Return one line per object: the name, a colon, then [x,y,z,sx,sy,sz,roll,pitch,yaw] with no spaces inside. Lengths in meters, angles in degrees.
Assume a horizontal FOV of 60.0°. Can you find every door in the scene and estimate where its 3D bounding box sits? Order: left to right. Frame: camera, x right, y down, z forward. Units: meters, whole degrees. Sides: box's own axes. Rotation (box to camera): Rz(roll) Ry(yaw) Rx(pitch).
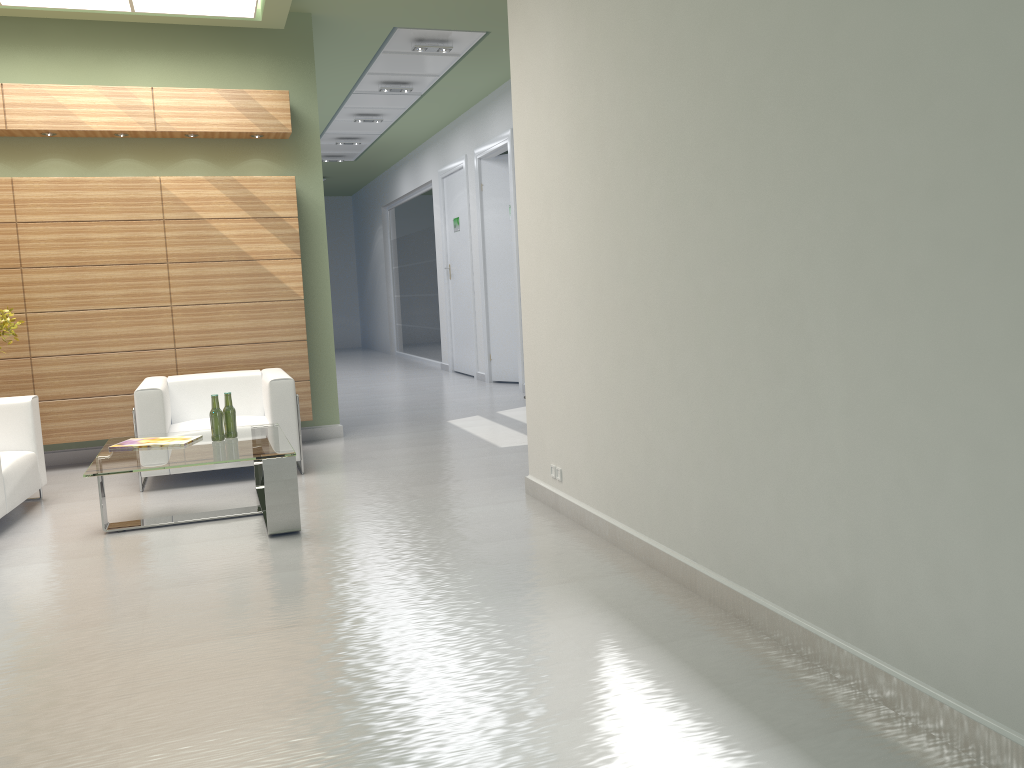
door: [-1.370,-2.794,22.598,0.250,5.083,2.089,-5,6,-19]
door: [0.225,-2.567,19.766,2.089,5.083,0.134,3,8,41]

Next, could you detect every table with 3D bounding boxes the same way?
table: [-3.155,0.978,8.902,1.783,0.742,2.197,-5,6,-19]

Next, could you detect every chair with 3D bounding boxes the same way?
chair: [-5.984,0.870,9.112,1.769,1.234,1.894,-4,6,-14]
chair: [-3.756,0.520,11.379,1.894,1.234,1.802,-5,6,-19]

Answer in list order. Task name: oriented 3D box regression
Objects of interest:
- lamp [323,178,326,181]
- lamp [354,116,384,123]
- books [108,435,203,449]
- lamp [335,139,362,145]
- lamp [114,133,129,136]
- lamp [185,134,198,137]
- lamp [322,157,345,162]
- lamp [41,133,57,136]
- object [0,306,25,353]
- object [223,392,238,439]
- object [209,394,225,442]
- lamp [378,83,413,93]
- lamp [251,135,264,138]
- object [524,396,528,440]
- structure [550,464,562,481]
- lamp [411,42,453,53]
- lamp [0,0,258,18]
lamp: [-6.839,-7.164,30.905,0.657,0.159,0.286,-5,6,-19]
lamp: [-3.380,-6.255,20.878,0.657,0.159,0.286,-5,6,-19]
books: [-3.635,0.595,9.075,0.762,0.025,0.508,-3,6,1]
lamp: [-4.399,-6.522,23.830,0.657,0.159,0.286,-5,6,-19]
lamp: [-5.336,-3.429,12.113,0.181,0.074,0.181,-6,7,-24]
lamp: [-4.483,-3.501,12.400,0.181,0.074,0.181,1,7,32]
lamp: [-5.389,-6.783,26.700,0.657,0.159,0.286,-5,6,-19]
lamp: [-6.178,-3.359,11.829,0.181,0.074,0.181,1,7,32]
object: [-6.507,0.058,10.593,1.116,2.565,1.201,2,8,39]
object: [-2.927,0.323,9.188,0.131,0.475,0.131,2,8,36]
object: [-3.010,0.343,9.033,0.131,0.475,0.131,2,8,36]
lamp: [-2.344,-5.982,17.875,0.657,0.159,0.286,-5,6,-19]
lamp: [-3.647,-3.572,12.683,0.181,0.074,0.181,-6,7,-24]
object: [0.394,0.567,9.981,0.482,1.027,0.483,3,8,42]
structure: [0.428,0.858,8.603,0.017,0.118,0.262,-5,6,-19]
lamp: [-1.353,-5.721,15.001,0.657,0.159,0.286,-5,6,-19]
lamp: [-4.816,-4.702,8.855,4.571,0.325,5.060,-5,6,-19]
